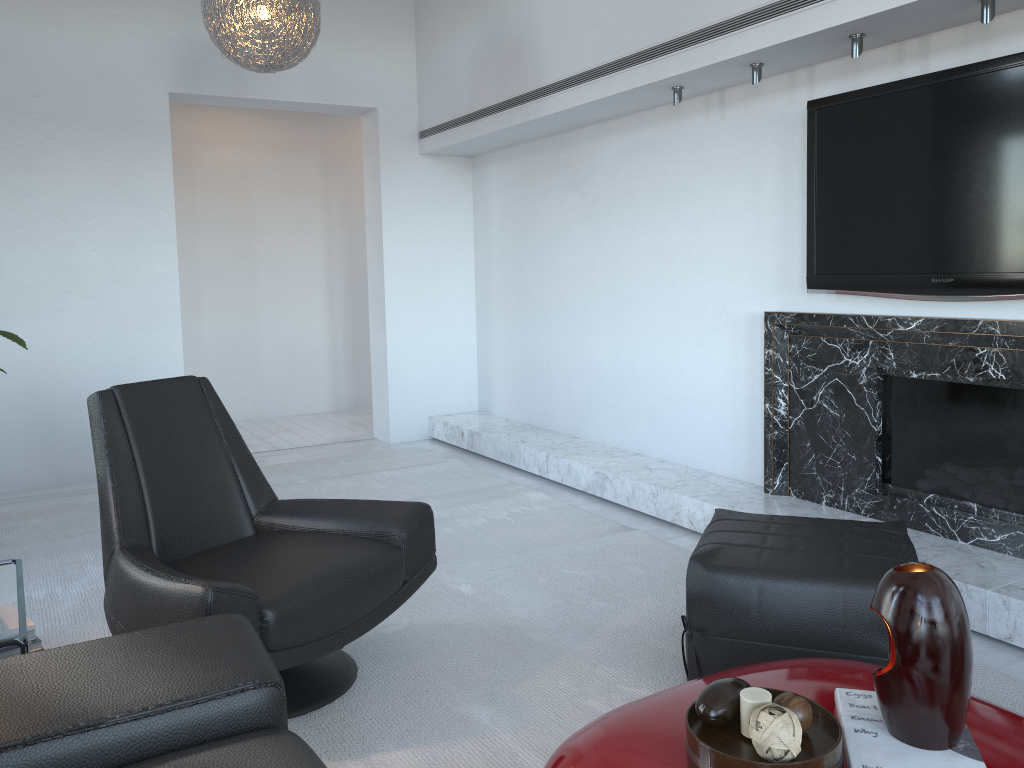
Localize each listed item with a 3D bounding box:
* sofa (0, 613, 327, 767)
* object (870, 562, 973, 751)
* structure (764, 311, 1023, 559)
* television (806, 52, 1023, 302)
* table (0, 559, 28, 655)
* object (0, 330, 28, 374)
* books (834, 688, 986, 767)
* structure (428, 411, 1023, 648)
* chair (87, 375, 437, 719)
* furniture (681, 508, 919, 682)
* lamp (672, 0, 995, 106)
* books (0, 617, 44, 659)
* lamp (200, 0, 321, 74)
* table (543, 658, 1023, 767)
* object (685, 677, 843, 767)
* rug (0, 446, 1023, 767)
[{"bbox_3d":[-0.472,0.705,0.802,0.938,0.614,1.910,-5,8,-29],"label":"sofa"},{"bbox_3d":[0.669,0.436,1.451,0.151,0.279,0.153,0,6,10],"label":"object"},{"bbox_3d":[1.702,0.218,3.118,0.521,0.920,1.691,-5,7,-29],"label":"structure"},{"bbox_3d":[1.468,-0.650,2.926,0.129,0.749,1.162,-4,7,-29],"label":"television"},{"bbox_3d":[-1.356,0.699,1.881,0.594,0.409,0.595,-5,7,-30],"label":"table"},{"bbox_3d":[-1.804,0.157,2.552,0.784,1.326,0.537,-3,6,-19],"label":"object"},{"bbox_3d":[0.648,0.592,1.452,0.201,0.030,0.307,1,7,15],"label":"books"},{"bbox_3d":[1.386,0.618,2.976,0.394,0.134,7.227,-5,8,-29],"label":"structure"},{"bbox_3d":[-0.761,0.406,2.445,0.805,0.807,0.843,3,7,33],"label":"chair"},{"bbox_3d":[0.798,0.598,2.420,0.599,0.376,0.616,1,7,19],"label":"furniture"},{"bbox_3d":[1.765,-1.041,2.030,0.053,0.081,4.264,-5,8,-29],"label":"lamp"},{"bbox_3d":[-1.277,0.580,2.002,0.322,0.115,0.279,-8,10,-44],"label":"books"},{"bbox_3d":[-1.117,-2.030,3.891,0.515,1.302,0.514,-3,5,-15],"label":"lamp"},{"bbox_3d":[0.574,0.760,1.438,0.943,0.299,0.941,-5,8,-30],"label":"table"},{"bbox_3d":[0.402,0.554,1.425,0.242,0.133,0.243,0,7,8],"label":"object"},{"bbox_3d":[0.056,0.896,1.631,2.958,0.032,7.790,-5,8,-29],"label":"rug"}]
